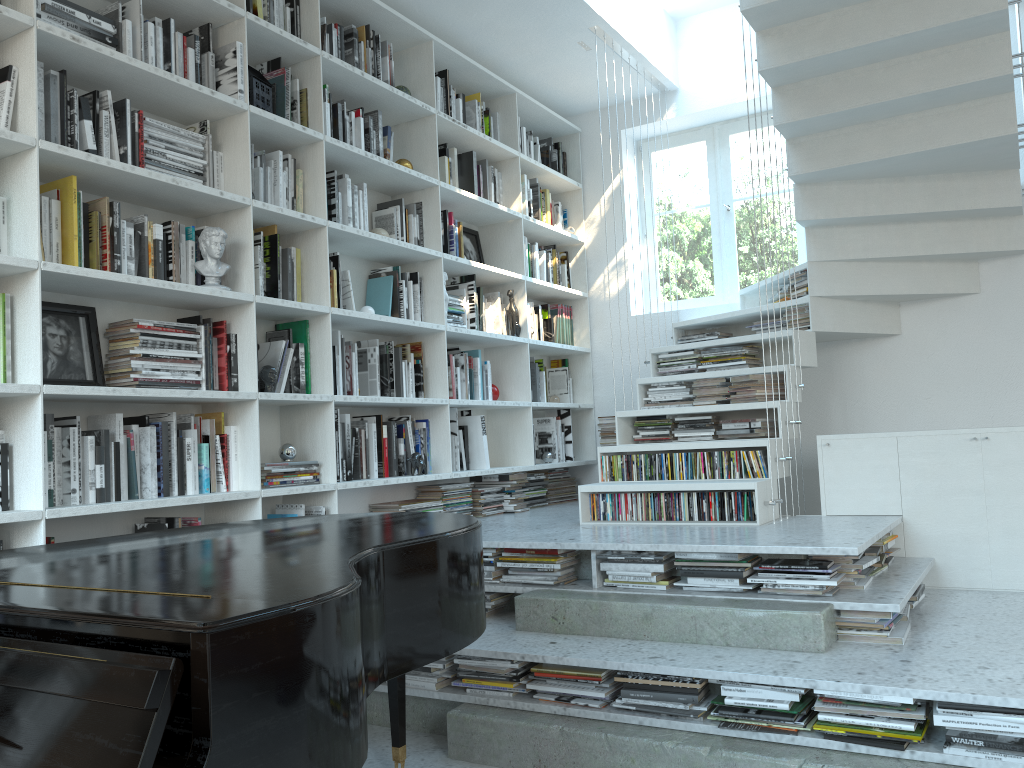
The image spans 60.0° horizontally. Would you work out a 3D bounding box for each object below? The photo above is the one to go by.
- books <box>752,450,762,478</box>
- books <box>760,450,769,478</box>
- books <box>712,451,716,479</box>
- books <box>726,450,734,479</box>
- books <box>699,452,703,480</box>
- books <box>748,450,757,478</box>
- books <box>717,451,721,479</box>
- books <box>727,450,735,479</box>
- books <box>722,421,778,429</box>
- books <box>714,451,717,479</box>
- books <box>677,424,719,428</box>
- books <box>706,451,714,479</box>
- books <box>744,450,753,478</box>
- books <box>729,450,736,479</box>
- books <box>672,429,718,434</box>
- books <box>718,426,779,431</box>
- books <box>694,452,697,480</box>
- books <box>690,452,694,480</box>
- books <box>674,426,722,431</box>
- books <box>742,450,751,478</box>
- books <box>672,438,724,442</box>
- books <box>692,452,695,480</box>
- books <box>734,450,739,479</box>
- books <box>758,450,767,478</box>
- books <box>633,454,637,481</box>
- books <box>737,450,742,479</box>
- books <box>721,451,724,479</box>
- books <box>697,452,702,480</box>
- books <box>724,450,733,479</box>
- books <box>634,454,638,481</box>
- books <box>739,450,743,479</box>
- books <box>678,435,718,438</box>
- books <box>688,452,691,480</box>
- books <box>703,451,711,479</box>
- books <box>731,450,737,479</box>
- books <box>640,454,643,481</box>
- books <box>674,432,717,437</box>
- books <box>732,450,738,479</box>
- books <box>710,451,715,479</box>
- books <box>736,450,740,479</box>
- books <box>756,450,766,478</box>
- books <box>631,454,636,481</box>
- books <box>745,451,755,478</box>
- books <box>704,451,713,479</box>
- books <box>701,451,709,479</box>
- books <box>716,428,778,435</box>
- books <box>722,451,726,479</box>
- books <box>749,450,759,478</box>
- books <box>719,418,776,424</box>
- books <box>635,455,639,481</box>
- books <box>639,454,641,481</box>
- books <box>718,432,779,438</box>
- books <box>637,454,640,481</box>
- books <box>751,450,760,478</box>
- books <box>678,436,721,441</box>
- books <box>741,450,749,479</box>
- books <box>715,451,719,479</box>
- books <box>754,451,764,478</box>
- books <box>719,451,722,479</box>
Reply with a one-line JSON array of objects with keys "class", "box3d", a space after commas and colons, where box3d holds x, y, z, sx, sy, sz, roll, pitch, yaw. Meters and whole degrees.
[{"class": "books", "box3d": [1.120, 0.360, 3.987, 0.036, 0.123, 0.125, -5, -4, 30]}, {"class": "books", "box3d": [1.147, 0.357, 3.971, 0.034, 0.123, 0.125, -5, -4, 30]}, {"class": "books", "box3d": [0.948, 0.373, 4.088, 0.007, 0.125, 0.125, -5, -4, 30]}, {"class": "books", "box3d": [1.003, 0.368, 4.056, 0.008, 0.125, 0.125, -5, -4, 30]}, {"class": "books", "box3d": [0.898, 0.378, 4.118, 0.013, 0.125, 0.125, -5, -4, 30]}, {"class": "books", "box3d": [1.100, 0.361, 3.999, 0.034, 0.123, 0.125, -5, -4, 30]}, {"class": "books", "box3d": [0.969, 0.371, 4.076, 0.010, 0.125, 0.125, -5, -4, 30]}, {"class": "books", "box3d": [1.009, 0.368, 4.052, 0.008, 0.125, 0.125, -5, -4, 30]}, {"class": "books", "box3d": [1.163, 0.201, 4.339, 0.141, 0.028, 0.223, 1, -5, -40]}, {"class": "books", "box3d": [0.955, 0.372, 4.084, 0.008, 0.125, 0.125, -5, -4, 30]}, {"class": "books", "box3d": [0.953, 0.215, 4.538, 0.155, 0.012, 0.189, -5, -5, 33]}, {"class": "books", "box3d": [0.929, 0.375, 4.099, 0.018, 0.125, 0.125, -5, -4, 30]}, {"class": "books", "box3d": [1.086, 0.363, 4.007, 0.035, 0.123, 0.125, -5, -4, 30]}, {"class": "books", "box3d": [1.015, 0.367, 4.049, 0.010, 0.125, 0.125, -5, -4, 30]}, {"class": "books", "box3d": [0.955, 0.241, 4.538, 0.225, 0.013, 0.184, -5, -4, 28]}, {"class": "books", "box3d": [1.157, 0.218, 4.333, 0.161, 0.007, 0.254, 1, -5, -39]}, {"class": "books", "box3d": [0.875, 0.379, 4.131, 0.009, 0.125, 0.125, -5, -4, 30]}, {"class": "books", "box3d": [0.858, 0.381, 4.141, 0.009, 0.125, 0.125, -5, -4, 30]}, {"class": "books", "box3d": [0.961, 0.228, 4.550, 0.220, 0.013, 0.150, -6, -5, 36]}, {"class": "books", "box3d": [1.079, 0.363, 4.011, 0.034, 0.123, 0.125, -5, -4, 30]}, {"class": "books", "box3d": [0.954, 0.286, 4.530, 0.223, 0.004, 0.191, -5, -4, 26]}, {"class": "books", "box3d": [0.867, 0.380, 4.136, 0.011, 0.125, 0.125, -5, -4, 30]}, {"class": "books", "box3d": [1.035, 0.365, 4.037, 0.008, 0.125, 0.125, -5, -4, 30]}, {"class": "books", "box3d": [1.140, 0.358, 3.975, 0.036, 0.123, 0.125, -5, -4, 30]}, {"class": "books", "box3d": [0.613, 0.402, 4.285, 0.007, 0.125, 0.125, -5, -4, 30]}, {"class": "books", "box3d": [1.048, 0.364, 4.029, 0.007, 0.125, 0.125, -5, -4, 30]}, {"class": "books", "box3d": [0.984, 0.370, 4.067, 0.007, 0.125, 0.125, -5, -4, 30]}, {"class": "books", "box3d": [0.885, 0.379, 4.125, 0.016, 0.125, 0.125, -5, -4, 30]}, {"class": "books", "box3d": [0.997, 0.369, 4.059, 0.008, 0.125, 0.125, -5, -4, 30]}, {"class": "books", "box3d": [0.621, 0.402, 4.281, 0.009, 0.125, 0.125, -5, -4, 30]}, {"class": "books", "box3d": [1.055, 0.364, 4.025, 0.008, 0.125, 0.125, -5, -4, 30]}, {"class": "books", "box3d": [0.965, 0.268, 4.551, 0.188, 0.008, 0.147, -5, -5, 34]}, {"class": "books", "box3d": [0.850, 0.382, 4.146, 0.013, 0.125, 0.125, -5, -4, 30]}, {"class": "books", "box3d": [0.912, 0.376, 4.110, 0.007, 0.125, 0.125, -5, -4, 30]}, {"class": "books", "box3d": [1.021, 0.367, 4.045, 0.010, 0.125, 0.125, -5, -4, 30]}, {"class": "books", "box3d": [0.647, 0.399, 4.266, 0.008, 0.125, 0.125, -5, -4, 30]}, {"class": "books", "box3d": [0.956, 0.255, 4.538, 0.207, 0.016, 0.175, -5, -4, 25]}, {"class": "books", "box3d": [1.029, 0.366, 4.041, 0.008, 0.125, 0.125, -5, -4, 30]}, {"class": "books", "box3d": [0.941, 0.374, 4.092, 0.009, 0.125, 0.125, -5, -4, 30]}, {"class": "books", "box3d": [1.042, 0.365, 4.033, 0.008, 0.125, 0.125, -5, -4, 30]}, {"class": "books", "box3d": [1.133, 0.358, 3.979, 0.034, 0.123, 0.125, -5, -4, 30]}, {"class": "books", "box3d": [0.606, 0.403, 4.290, 0.010, 0.125, 0.125, -5, -4, 30]}, {"class": "books", "box3d": [1.093, 0.362, 4.003, 0.036, 0.123, 0.125, -5, -4, 30]}, {"class": "books", "box3d": [0.920, 0.376, 4.104, 0.012, 0.125, 0.125, -5, -4, 30]}, {"class": "books", "box3d": [0.905, 0.377, 4.114, 0.009, 0.125, 0.125, -5, -4, 30]}, {"class": "books", "box3d": [1.146, 0.231, 4.322, 0.172, 0.019, 0.240, 0, -5, -34]}, {"class": "books", "box3d": [0.990, 0.369, 4.063, 0.007, 0.125, 0.125, -5, -4, 30]}, {"class": "books", "box3d": [1.106, 0.361, 3.995, 0.034, 0.123, 0.125, -5, -4, 30]}, {"class": "books", "box3d": [1.152, 0.180, 4.332, 0.168, 0.014, 0.212, 1, -5, -39]}, {"class": "books", "box3d": [0.627, 0.401, 4.277, 0.009, 0.125, 0.125, -5, -4, 30]}, {"class": "books", "box3d": [0.641, 0.400, 4.269, 0.008, 0.125, 0.125, -5, -4, 30]}, {"class": "books", "box3d": [1.163, 0.249, 4.334, 0.136, 0.017, 0.288, 0, -5, -36]}, {"class": "books", "box3d": [0.634, 0.401, 4.273, 0.007, 0.125, 0.125, -5, -4, 30]}, {"class": "books", "box3d": [1.113, 0.360, 3.991, 0.035, 0.123, 0.125, -5, -4, 30]}, {"class": "books", "box3d": [0.966, 0.278, 4.551, 0.199, 0.013, 0.137, -6, -5, 37]}, {"class": "books", "box3d": [1.063, 0.363, 4.020, 0.011, 0.125, 0.125, -5, -4, 30]}, {"class": "books", "box3d": [0.961, 0.372, 4.081, 0.008, 0.125, 0.125, -5, -4, 30]}, {"class": "books", "box3d": [1.126, 0.359, 3.983, 0.035, 0.123, 0.125, -5, -4, 30]}, {"class": "books", "box3d": [0.977, 0.371, 4.071, 0.009, 0.125, 0.125, -5, -4, 30]}]
